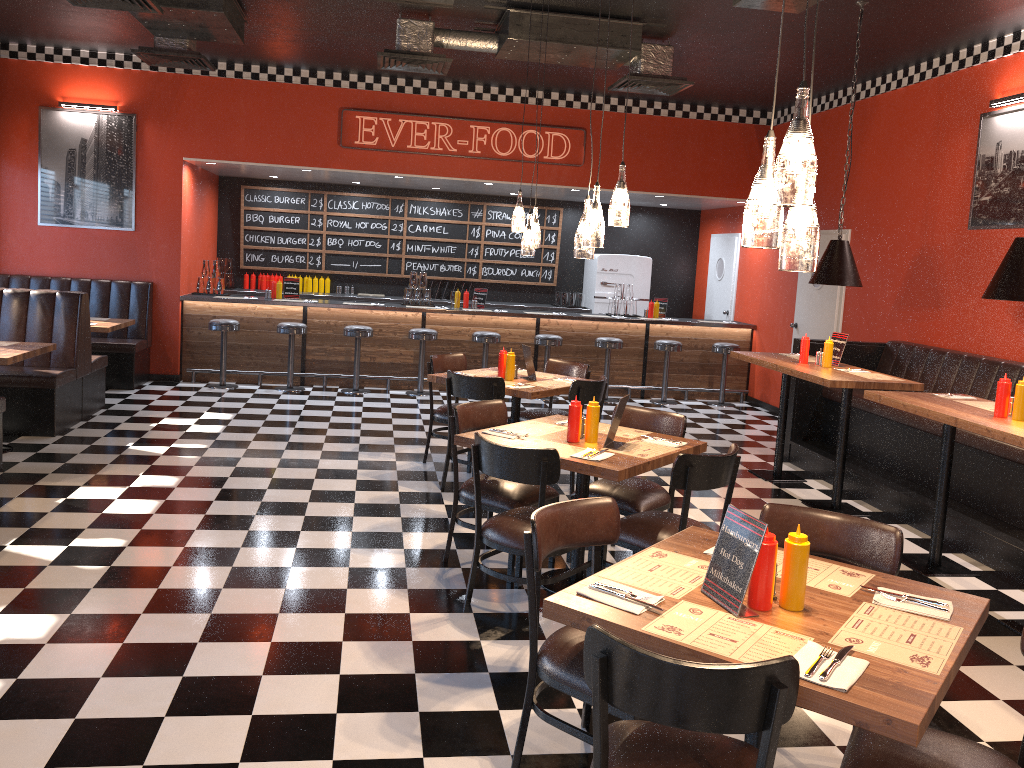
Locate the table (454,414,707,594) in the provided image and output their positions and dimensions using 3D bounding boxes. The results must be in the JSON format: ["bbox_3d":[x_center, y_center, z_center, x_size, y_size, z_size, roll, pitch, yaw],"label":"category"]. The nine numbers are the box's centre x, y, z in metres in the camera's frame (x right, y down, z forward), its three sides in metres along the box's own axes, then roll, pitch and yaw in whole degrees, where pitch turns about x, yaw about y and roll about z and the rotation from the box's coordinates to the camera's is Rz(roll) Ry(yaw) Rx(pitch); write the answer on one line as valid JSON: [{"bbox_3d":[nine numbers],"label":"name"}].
[{"bbox_3d":[0.351,0.668,4.664,0.963,0.770,0.958,9,9,36],"label":"table"}]

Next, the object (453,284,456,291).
[{"bbox_3d":[-0.852,-1.350,12.870,0.072,0.256,0.189,3,7,-4],"label":"object"}]

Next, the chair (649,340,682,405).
[{"bbox_3d":[1.901,-0.153,10.932,0.348,0.771,0.350,3,6,-4],"label":"chair"}]

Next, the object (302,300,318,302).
[{"bbox_3d":[-2.419,-1.000,10.639,0.157,0.019,0.256,3,8,-3],"label":"object"}]

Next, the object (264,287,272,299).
[{"bbox_3d":[-2.935,-1.094,10.669,0.094,0.135,0.047,7,7,26],"label":"object"}]

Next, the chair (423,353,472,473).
[{"bbox_3d":[-0.412,0.210,7.160,0.546,0.863,0.487,7,7,30],"label":"chair"}]

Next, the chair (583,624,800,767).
[{"bbox_3d":[0.417,0.985,2.201,0.487,0.863,0.547,5,7,14],"label":"chair"}]

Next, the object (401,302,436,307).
[{"bbox_3d":[-1.176,-0.996,11.136,0.437,0.018,0.274,2,8,-9],"label":"object"}]

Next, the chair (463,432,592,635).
[{"bbox_3d":[0.081,0.670,4.218,0.488,0.863,0.545,8,8,36],"label":"chair"}]

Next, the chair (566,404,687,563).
[{"bbox_3d":[0.670,0.588,5.023,0.488,0.863,0.545,9,8,39],"label":"chair"}]

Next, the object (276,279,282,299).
[{"bbox_3d":[-2.819,-1.148,10.728,0.068,0.237,0.068,3,6,-7],"label":"object"}]

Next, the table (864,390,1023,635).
[{"bbox_3d":[2.636,0.675,4.795,0.695,0.995,1.701,2,8,-9],"label":"table"}]

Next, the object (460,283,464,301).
[{"bbox_3d":[-0.741,-1.346,12.887,0.074,0.256,0.190,3,7,-7],"label":"object"}]

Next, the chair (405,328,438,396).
[{"bbox_3d":[-1.066,-0.266,10.462,0.349,0.771,0.349,7,7,31],"label":"chair"}]

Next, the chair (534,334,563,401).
[{"bbox_3d":[0.418,-0.209,10.697,0.349,0.771,0.349,8,8,36],"label":"chair"}]

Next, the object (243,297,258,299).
[{"bbox_3d":[-3.101,-1.024,10.516,0.157,0.019,0.256,2,9,-13],"label":"object"}]

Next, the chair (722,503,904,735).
[{"bbox_3d":[1.007,0.903,3.007,0.487,0.863,0.546,7,8,31],"label":"chair"}]

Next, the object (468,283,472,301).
[{"bbox_3d":[-0.631,-1.342,12.905,0.072,0.256,0.189,3,7,-4],"label":"object"}]

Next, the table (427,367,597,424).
[{"bbox_3d":[0.011,0.337,6.787,0.959,0.770,0.962,9,9,36],"label":"table"}]

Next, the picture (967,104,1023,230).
[{"bbox_3d":[3.939,-1.605,6.410,0.023,0.935,1.780,3,8,-9],"label":"picture"}]

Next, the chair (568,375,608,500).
[{"bbox_3d":[0.391,0.359,6.476,0.546,0.863,0.487,7,7,31],"label":"chair"}]

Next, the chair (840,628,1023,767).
[{"bbox_3d":[1.159,1.014,2.313,0.546,0.863,0.487,7,7,28],"label":"chair"}]

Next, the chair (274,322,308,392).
[{"bbox_3d":[-2.549,-0.323,10.228,0.349,0.771,0.349,9,8,41],"label":"chair"}]

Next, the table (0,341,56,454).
[{"bbox_3d":[-4.449,0.097,6.559,1.691,0.770,0.962,2,7,-9],"label":"table"}]

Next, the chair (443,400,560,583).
[{"bbox_3d":[-0.072,0.559,4.912,0.546,0.863,0.487,8,8,33],"label":"chair"}]

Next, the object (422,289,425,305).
[{"bbox_3d":[-1.083,-1.096,11.190,0.106,0.208,0.105,8,8,36],"label":"object"}]

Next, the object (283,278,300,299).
[{"bbox_3d":[-2.705,-1.173,10.878,0.188,0.256,0.073,1,6,-19],"label":"object"}]

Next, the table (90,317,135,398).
[{"bbox_3d":[-4.806,-0.265,8.892,1.691,0.770,0.962,2,7,-9],"label":"table"}]

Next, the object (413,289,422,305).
[{"bbox_3d":[-1.177,-1.084,11.065,0.106,0.208,0.105,8,8,36],"label":"object"}]

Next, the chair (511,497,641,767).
[{"bbox_3d":[0.309,0.870,2.939,0.546,0.863,0.487,9,8,40],"label":"chair"}]

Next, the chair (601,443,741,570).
[{"bbox_3d":[0.778,0.702,4.286,0.487,0.863,0.546,-3,9,-45],"label":"chair"}]

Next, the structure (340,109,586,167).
[{"bbox_3d":[-0.551,-2.891,10.441,2.874,0.437,0.122,2,6,-9],"label":"structure"}]

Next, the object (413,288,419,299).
[{"bbox_3d":[-1.200,-1.101,11.171,0.106,0.208,0.105,8,8,36],"label":"object"}]

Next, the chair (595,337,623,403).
[{"bbox_3d":[1.160,-0.181,10.815,0.348,0.771,0.350,3,6,-9],"label":"chair"}]

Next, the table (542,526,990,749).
[{"bbox_3d":[0.731,0.997,2.570,0.963,0.770,0.958,9,9,36],"label":"table"}]

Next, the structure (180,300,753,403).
[{"bbox_3d":[-0.392,-0.322,10.841,7.037,1.035,0.217,2,6,-9],"label":"structure"}]

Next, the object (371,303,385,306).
[{"bbox_3d":[-1.632,-0.973,10.787,0.157,0.019,0.256,2,9,-13],"label":"object"}]

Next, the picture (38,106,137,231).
[{"bbox_3d":[-4.746,-2.397,9.904,1.023,1.295,0.016,2,6,-9],"label":"picture"}]

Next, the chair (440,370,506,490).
[{"bbox_3d":[-0.205,0.338,6.367,0.487,0.863,0.546,7,7,30],"label":"chair"}]

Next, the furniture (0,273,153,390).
[{"bbox_3d":[-4.931,-0.585,9.714,1.708,1.149,0.709,2,7,-9],"label":"furniture"}]

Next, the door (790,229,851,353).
[{"bbox_3d":[3.332,-0.602,9.766,0.161,2.169,1.032,3,6,-9],"label":"door"}]

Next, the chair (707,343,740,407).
[{"bbox_3d":[2.643,-0.124,11.049,0.349,0.771,0.349,8,8,36],"label":"chair"}]

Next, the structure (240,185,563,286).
[{"bbox_3d":[-1.542,-2.099,12.713,4.541,1.141,0.201,2,6,-9],"label":"structure"}]

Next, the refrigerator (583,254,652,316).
[{"bbox_3d":[1.499,-0.992,12.964,0.802,1.795,0.854,3,6,-9],"label":"refrigerator"}]

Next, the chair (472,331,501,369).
[{"bbox_3d":[-0.324,-0.238,10.580,0.349,0.771,0.349,8,8,36],"label":"chair"}]

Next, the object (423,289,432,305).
[{"bbox_3d":[-1.055,-1.078,11.076,0.106,0.208,0.105,8,8,36],"label":"object"}]

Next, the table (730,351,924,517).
[{"bbox_3d":[2.317,0.351,6.879,0.695,0.995,1.701,2,8,-9],"label":"table"}]

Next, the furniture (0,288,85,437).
[{"bbox_3d":[-4.570,-0.218,7.357,1.708,1.149,0.709,2,7,-9],"label":"furniture"}]

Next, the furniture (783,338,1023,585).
[{"bbox_3d":[3.698,0.809,3.809,1.103,1.144,8.806,2,8,-9],"label":"furniture"}]

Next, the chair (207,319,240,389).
[{"bbox_3d":[-3.291,-0.351,10.110,0.349,0.771,0.349,8,8,36],"label":"chair"}]

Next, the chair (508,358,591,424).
[{"bbox_3d":[0.314,0.252,7.172,0.545,0.863,0.488,-2,9,-42],"label":"chair"}]

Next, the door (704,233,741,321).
[{"bbox_3d":[2.909,-1.031,12.527,0.161,2.169,1.032,3,6,-9],"label":"door"}]

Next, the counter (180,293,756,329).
[{"bbox_3d":[-0.406,-0.908,11.090,7.037,0.050,0.679,2,8,-9],"label":"counter"}]

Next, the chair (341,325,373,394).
[{"bbox_3d":[-1.808,-0.294,10.345,0.349,0.771,0.349,9,8,41],"label":"chair"}]

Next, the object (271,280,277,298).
[{"bbox_3d":[-2.902,-1.162,10.787,0.068,0.237,0.068,3,6,-7],"label":"object"}]

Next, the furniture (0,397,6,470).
[{"bbox_3d":[-4.317,0.039,5.703,1.708,1.149,0.709,2,7,-9],"label":"furniture"}]

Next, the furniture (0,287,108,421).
[{"bbox_3d":[-4.677,-0.326,8.051,1.708,1.149,0.709,2,7,-9],"label":"furniture"}]
